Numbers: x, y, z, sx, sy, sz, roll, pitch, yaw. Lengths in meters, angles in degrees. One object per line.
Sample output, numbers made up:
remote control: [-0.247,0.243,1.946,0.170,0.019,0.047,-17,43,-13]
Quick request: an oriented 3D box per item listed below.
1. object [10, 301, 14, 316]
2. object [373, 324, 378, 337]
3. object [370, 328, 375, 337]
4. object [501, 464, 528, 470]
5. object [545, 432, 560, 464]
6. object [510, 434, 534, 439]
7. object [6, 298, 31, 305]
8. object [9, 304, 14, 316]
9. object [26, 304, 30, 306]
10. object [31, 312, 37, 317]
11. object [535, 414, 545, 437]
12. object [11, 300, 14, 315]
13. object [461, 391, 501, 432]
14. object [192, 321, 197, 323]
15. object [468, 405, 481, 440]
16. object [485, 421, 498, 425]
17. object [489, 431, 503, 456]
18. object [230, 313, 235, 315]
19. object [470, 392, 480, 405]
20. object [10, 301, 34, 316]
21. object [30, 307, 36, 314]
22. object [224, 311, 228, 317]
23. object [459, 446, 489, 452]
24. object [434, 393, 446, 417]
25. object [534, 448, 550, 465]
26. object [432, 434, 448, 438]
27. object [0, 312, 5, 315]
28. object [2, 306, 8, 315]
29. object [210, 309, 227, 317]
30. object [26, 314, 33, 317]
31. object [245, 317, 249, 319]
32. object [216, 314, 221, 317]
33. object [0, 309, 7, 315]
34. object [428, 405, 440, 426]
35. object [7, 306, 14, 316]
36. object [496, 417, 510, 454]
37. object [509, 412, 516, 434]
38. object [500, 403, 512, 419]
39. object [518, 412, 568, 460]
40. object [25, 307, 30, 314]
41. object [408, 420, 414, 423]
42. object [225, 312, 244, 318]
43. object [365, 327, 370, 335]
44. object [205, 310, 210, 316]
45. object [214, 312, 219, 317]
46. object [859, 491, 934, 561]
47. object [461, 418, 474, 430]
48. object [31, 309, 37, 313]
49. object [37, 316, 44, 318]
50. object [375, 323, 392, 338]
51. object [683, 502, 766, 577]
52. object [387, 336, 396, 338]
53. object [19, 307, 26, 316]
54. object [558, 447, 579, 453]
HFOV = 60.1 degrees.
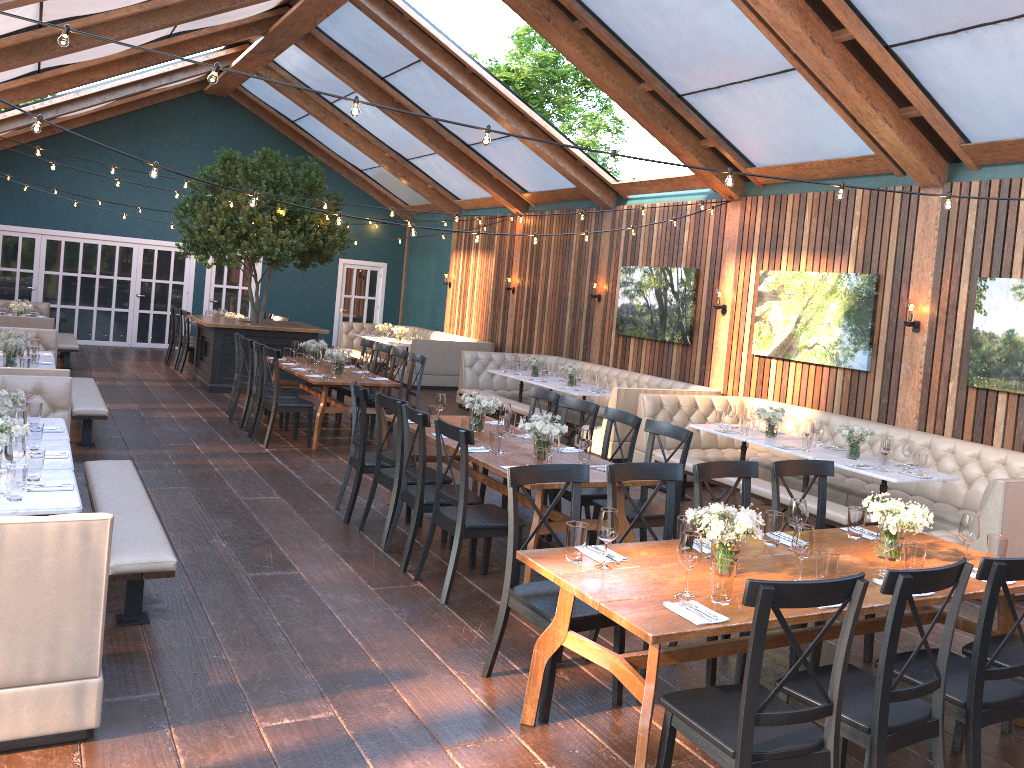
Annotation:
object: [-8.340,-1.263,14.771,0.092,0.244,0.092,6,3,14]
object: [-2.753,-1.078,17.814,0.092,0.244,0.092,6,3,14]
object: [-2.803,-1.030,17.717,0.091,0.158,0.092,2,4,-42]
object: [0.068,0.526,5.555,0.254,0.019,0.158,2,7,-28]
object: [0.250,0.430,5.544,0.092,0.244,0.092,6,3,14]
object: [0.109,0.397,6.806,0.254,0.019,0.158,2,7,-28]
object: [-8.148,-1.264,14.636,0.330,0.308,0.336,7,5,26]
object: [-7.956,-1.154,14.068,0.092,0.244,0.092,6,3,19]
object: [-7.836,-1.165,14.283,0.092,0.244,0.092,6,3,19]
object: [-7.433,-1.030,13.750,0.091,0.158,0.092,2,4,-42]
object: [0.207,0.340,6.358,0.092,0.244,0.092,6,3,14]
object: [-8.444,-1.293,14.974,0.092,0.244,0.092,6,3,14]
object: [-0.248,0.211,6.879,0.329,0.308,0.337,6,4,6]
object: [-5.794,-1.144,16.357,0.254,0.019,0.158,2,7,-28]
object: [-0.279,0.282,6.514,0.092,0.244,0.092,6,3,14]
object: [-0.156,0.317,7.338,0.254,0.019,0.158,2,7,-28]
object: [-0.113,0.399,5.938,0.092,0.158,0.092,5,3,-2]
object: [-5.100,-1.169,16.110,0.092,0.244,0.092,6,3,14]
object: [-0.314,0.191,7.328,0.092,0.244,0.092,6,3,19]
object: [-7.741,-1.151,13.914,0.336,0.308,0.330,6,4,13]
object: [-8.172,-1.239,15.097,0.091,0.158,0.092,2,4,-42]
object: [-5.388,-1.250,16.636,0.092,0.244,0.092,6,3,14]
object: [-0.238,0.445,6.057,0.254,0.019,0.158,2,7,-28]
object: [-0.576,0.198,7.039,0.092,0.244,0.092,6,3,19]
object: [0.179,0.478,5.439,0.092,0.158,0.092,5,3,-2]
object: [-0.453,0.377,6.535,0.254,0.019,0.158,2,7,-28]
object: [-7.653,-0.999,13.267,0.091,0.158,0.092,2,4,-42]
object: [-8.391,-1.211,14.649,0.091,0.158,0.092,2,4,-42]
object: [-5.375,-1.239,16.229,0.328,0.308,0.338,3,5,-31]
object: [-7.291,-0.976,13.361,0.091,0.158,0.092,2,4,-42]
object: [-4.548,-1.016,15.136,0.092,0.244,0.092,6,3,19]
object: [-5.096,-1.085,15.322,0.092,0.244,0.092,6,3,19]
object: [-8.030,-1.106,13.964,0.091,0.158,0.092,2,4,-42]
object: [-0.618,0.249,6.926,0.092,0.158,0.092,6,3,18]
object: [-7.599,-1.050,13.391,0.092,0.244,0.092,6,3,19]
object: [-0.063,0.350,6.036,0.092,0.244,0.092,6,3,14]
object: [-0.018,0.304,6.917,0.092,0.158,0.092,5,3,-2]
object: [-0.053,0.270,6.801,0.092,0.244,0.092,6,3,14]
object: [0.207,0.352,5.932,0.337,0.308,0.329,7,5,28]
object: [-7.483,-1.066,13.645,0.092,0.244,0.092,6,3,19]
object: [-0.748,0.294,7.054,0.254,0.019,0.158,2,7,-28]
object: [-4.826,-1.097,15.355,0.328,0.308,0.338,4,4,-14]
object: [-2.959,-1.082,18.080,0.091,0.158,0.092,2,4,-42]
object: [-5.619,-1.239,16.336,0.092,0.244,0.092,6,3,14]
object: [-5.304,-1.160,15.857,0.092,0.244,0.092,6,3,14]
object: [1.828,0.679,4.224,0.330,0.308,0.336,7,5,26]
object: [-0.329,0.331,6.416,0.092,0.158,0.092,5,3,-2]
object: [-7.793,-1.132,14.412,0.091,0.158,0.092,2,4,-42]
object: [-8.049,-1.143,14.956,0.254,0.019,0.158,2,7,-28]
object: [-2.565,-1.081,17.690,0.330,0.308,0.336,7,5,26]
object: [0.898,0.647,3.736,0.336,0.308,0.330,5,4,4]
object: [-2.463,-0.963,18.044,0.254,0.019,0.158,2,7,-28]
object: [-7.421,-1.036,13.407,0.092,0.244,0.092,6,3,19]
object: [0.373,0.469,6.352,0.254,0.019,0.158,2,7,-28]
